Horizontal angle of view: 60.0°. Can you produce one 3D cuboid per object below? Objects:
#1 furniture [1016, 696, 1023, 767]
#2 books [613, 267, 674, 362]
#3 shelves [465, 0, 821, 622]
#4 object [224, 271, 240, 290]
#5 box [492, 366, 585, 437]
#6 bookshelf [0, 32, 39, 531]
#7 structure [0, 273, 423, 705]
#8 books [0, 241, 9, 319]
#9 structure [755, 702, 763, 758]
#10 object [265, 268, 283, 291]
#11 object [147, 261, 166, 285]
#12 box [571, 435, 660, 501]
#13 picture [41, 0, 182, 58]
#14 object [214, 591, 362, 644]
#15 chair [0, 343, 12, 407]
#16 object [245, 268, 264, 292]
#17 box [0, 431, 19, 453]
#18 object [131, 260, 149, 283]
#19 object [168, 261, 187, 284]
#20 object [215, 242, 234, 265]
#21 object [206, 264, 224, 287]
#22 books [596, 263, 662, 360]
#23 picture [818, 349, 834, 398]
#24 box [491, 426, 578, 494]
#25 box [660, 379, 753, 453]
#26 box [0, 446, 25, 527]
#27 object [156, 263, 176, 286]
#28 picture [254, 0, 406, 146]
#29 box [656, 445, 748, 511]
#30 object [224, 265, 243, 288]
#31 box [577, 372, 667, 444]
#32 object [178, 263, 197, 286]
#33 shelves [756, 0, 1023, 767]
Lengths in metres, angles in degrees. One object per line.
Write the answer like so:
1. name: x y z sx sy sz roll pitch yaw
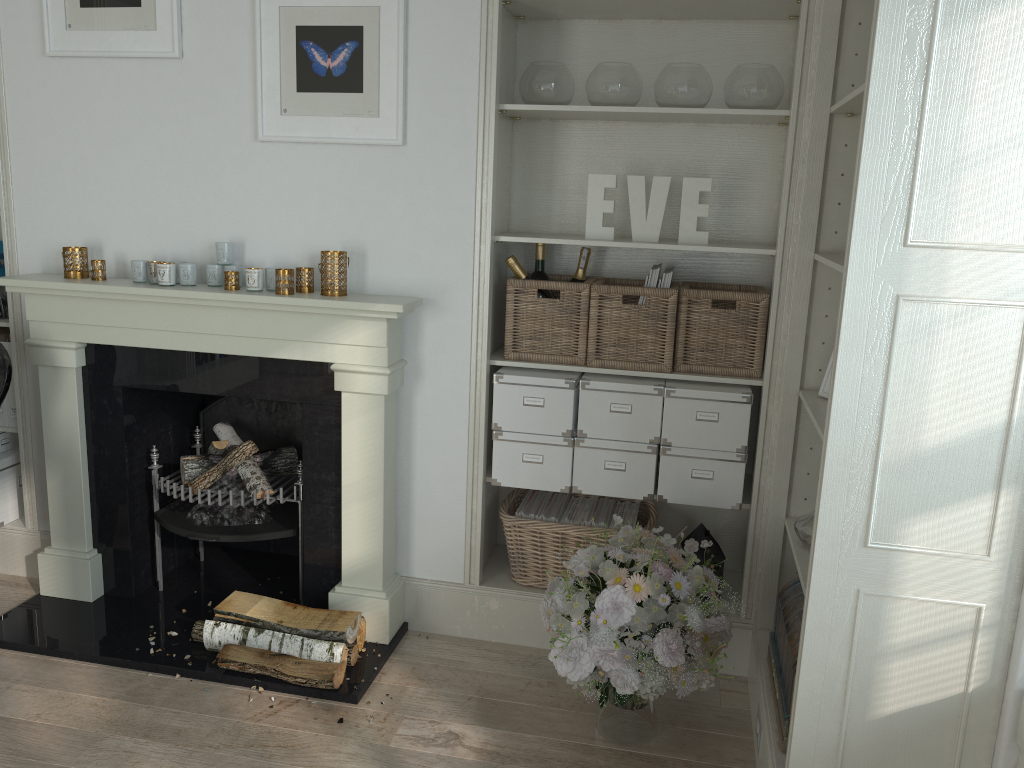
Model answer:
1. furniture: 1.074 1.126 0.218 0.837 0.459 3.150 5 12 11
2. books: 0.423 -0.235 2.958 0.205 0.306 0.221 5 12 11
3. shelves: 0.405 -0.524 2.909 0.992 2.523 0.399 5 12 11
4. object: -0.914 -0.337 2.892 0.052 0.058 0.050 -8 16 -41
5. box: 0.107 0.030 3.056 0.270 0.191 0.400 5 12 11
6. bookshelf: -2.204 -0.737 3.415 0.988 2.523 0.399 5 12 11
7. structure: -1.005 0.237 3.176 1.432 1.191 1.026 5 12 11
8. books: -2.267 -0.439 3.500 0.763 0.302 0.215 5 12 12
9. structure: 0.684 0.957 2.456 0.010 0.084 0.140 5 12 11
10. object: -0.781 -0.343 2.911 0.060 0.073 0.060 -3 13 -22
11. object: -1.188 -0.371 2.966 0.060 0.073 0.060 -3 13 -22
12. box: 0.369 0.237 3.052 0.270 0.191 0.400 5 12 11
13. picture: -1.315 -1.326 2.889 0.494 0.496 0.024 5 12 11
14. object: -0.724 0.768 2.860 0.459 0.083 0.150 5 12 13
15. chair: -1.906 0.398 2.617 0.778 1.024 0.763 -3 13 -23
16. object: -0.835 -0.338 2.876 0.060 0.073 0.060 -3 13 -22
17. box: -2.284 0.193 3.532 0.608 0.099 0.219 5 12 11
18. object: -1.251 -0.378 2.988 0.060 0.073 0.060 -3 13 -22
19. object: -1.129 -0.376 2.998 0.060 0.073 0.060 -3 13 -22
20. object: -0.955 -0.433 2.948 0.060 0.073 0.060 -3 13 -22
21. object: -0.993 -0.364 2.968 0.060 0.073 0.060 -3 13 -22
22. books: 0.383 -0.248 2.964 0.205 0.306 0.221 5 12 11
23. picture: 0.990 -0.088 2.460 0.127 0.300 0.231 -2 13 -18
24. box: 0.105 0.217 3.095 0.270 0.191 0.400 5 12 11
25. box: 0.644 0.074 2.952 0.270 0.191 0.400 5 12 11
26. box: -2.282 0.363 3.592 0.734 0.264 0.374 5 12 11
27. object: -1.139 -0.360 2.924 0.060 0.073 0.060 -3 13 -22
28. picture: -0.576 -1.016 2.797 0.494 0.496 0.024 5 12 11
29. box: 0.639 0.259 2.999 0.270 0.191 0.400 5 12 11
30. object: -0.927 -0.359 2.957 0.060 0.073 0.060 -3 13 -22
31. box: 0.383 0.050 3.015 0.270 0.191 0.400 5 12 11
32. object: -1.078 -0.363 2.949 0.060 0.073 0.060 10 15 34
33. shelves: 0.941 -0.334 2.126 0.399 2.523 0.972 5 12 11
